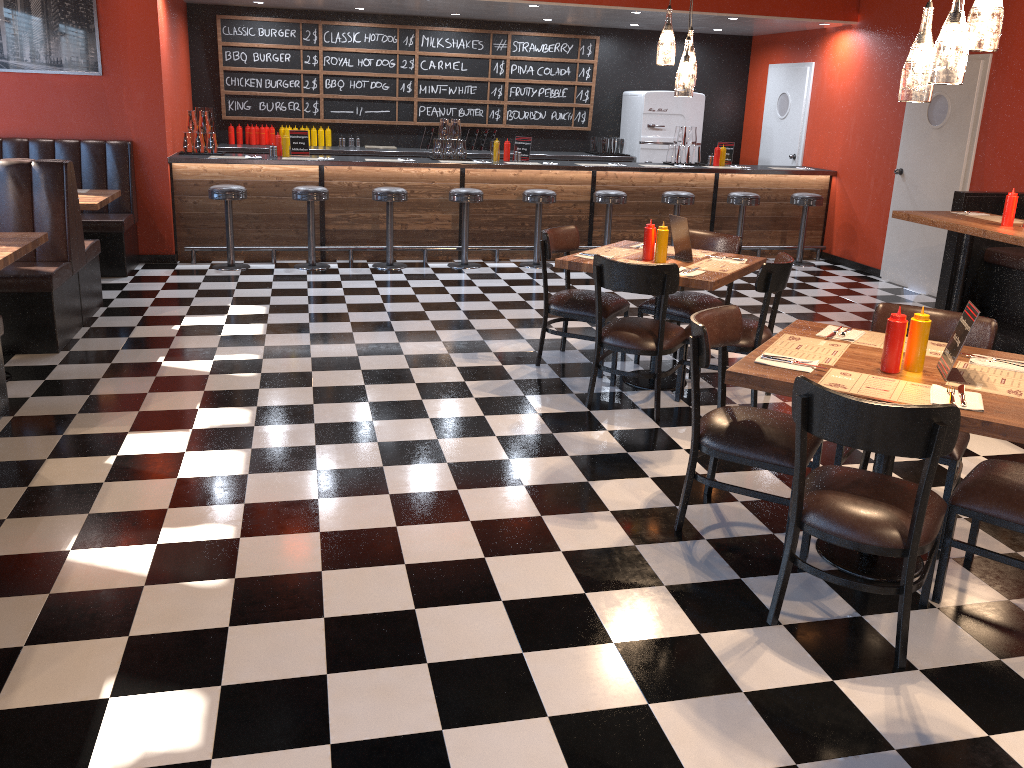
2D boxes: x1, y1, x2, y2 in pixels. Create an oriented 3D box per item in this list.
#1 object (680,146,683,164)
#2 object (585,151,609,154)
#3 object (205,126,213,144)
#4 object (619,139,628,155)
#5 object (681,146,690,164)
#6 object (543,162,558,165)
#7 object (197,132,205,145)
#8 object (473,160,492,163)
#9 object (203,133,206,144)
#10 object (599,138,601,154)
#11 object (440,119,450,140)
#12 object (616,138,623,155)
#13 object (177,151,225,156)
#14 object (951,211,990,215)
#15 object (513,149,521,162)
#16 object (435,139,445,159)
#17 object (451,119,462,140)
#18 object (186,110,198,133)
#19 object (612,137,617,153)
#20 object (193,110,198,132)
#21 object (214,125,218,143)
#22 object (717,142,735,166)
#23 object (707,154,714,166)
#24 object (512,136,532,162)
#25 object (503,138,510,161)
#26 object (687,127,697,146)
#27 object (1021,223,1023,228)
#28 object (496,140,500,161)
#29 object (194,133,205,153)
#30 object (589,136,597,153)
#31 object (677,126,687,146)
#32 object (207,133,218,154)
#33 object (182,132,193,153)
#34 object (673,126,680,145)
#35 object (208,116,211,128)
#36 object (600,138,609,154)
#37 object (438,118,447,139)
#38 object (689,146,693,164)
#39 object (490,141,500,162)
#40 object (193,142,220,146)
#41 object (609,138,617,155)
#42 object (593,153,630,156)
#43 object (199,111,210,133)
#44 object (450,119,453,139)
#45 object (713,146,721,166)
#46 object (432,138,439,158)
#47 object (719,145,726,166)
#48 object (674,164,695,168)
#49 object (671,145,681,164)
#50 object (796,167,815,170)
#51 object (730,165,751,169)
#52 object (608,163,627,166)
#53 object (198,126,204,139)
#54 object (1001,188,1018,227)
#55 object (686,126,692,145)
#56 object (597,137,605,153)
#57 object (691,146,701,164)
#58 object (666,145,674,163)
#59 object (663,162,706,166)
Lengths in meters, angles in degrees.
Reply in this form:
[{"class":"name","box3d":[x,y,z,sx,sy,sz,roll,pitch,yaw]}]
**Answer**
[{"class":"object","box3d":[1.912,-2.591,10.009,0.106,0.206,0.106,12,19,30]},{"class":"object","box3d":[1.174,-2.978,11.416,0.437,0.018,0.276,-2,19,-13]},{"class":"object","box3d":[-3.452,-2.838,10.125,0.105,0.206,0.106,-7,18,-28]},{"class":"object","box3d":[1.392,-2.953,11.062,0.106,0.206,0.106,12,19,30]},{"class":"object","box3d":[1.944,-2.557,9.909,0.106,0.206,0.106,12,19,30]},{"class":"object","box3d":[0.403,-2.318,9.299,0.157,0.019,0.258,3,18,2]},{"class":"object","box3d":[-3.117,-2.403,8.831,0.105,0.206,0.106,-7,18,-28]},{"class":"object","box3d":[-0.307,-2.300,9.157,0.157,0.019,0.258,-4,19,-17]},{"class":"object","box3d":[-3.584,-2.869,10.204,0.105,0.206,0.106,-7,18,-28]},{"class":"object","box3d":[1.137,-2.979,11.113,0.106,0.206,0.106,12,19,30]},{"class":"object","box3d":[-0.697,-2.660,9.242,0.106,0.206,0.106,12,19,30]},{"class":"object","box3d":[1.359,-2.988,11.168,0.106,0.206,0.106,12,19,30]},{"class":"object","box3d":[-3.087,-2.297,8.816,0.437,0.018,0.276,-2,19,-13]},{"class":"object","box3d":[3.182,-1.195,6.182,0.255,0.019,0.159,-3,19,-16]},{"class":"object","box3d":[0.061,-2.424,9.397,0.094,0.134,0.047,14,20,35]},{"class":"object","box3d":[-0.754,-2.460,9.287,0.106,0.206,0.106,12,19,30]},{"class":"object","box3d":[-0.579,-2.661,9.258,0.106,0.206,0.106,12,19,30]},{"class":"object","box3d":[-3.136,-2.569,8.670,0.105,0.206,0.106,-7,18,-28]},{"class":"object","box3d":[1.328,-3.057,11.374,0.106,0.206,0.106,12,19,30]},{"class":"object","box3d":[-3.161,-2.597,8.754,0.105,0.206,0.106,-7,18,-28]},{"class":"object","box3d":[-3.494,-2.911,10.346,0.105,0.206,0.106,-7,18,-28]},{"class":"object","box3d":[2.422,-2.621,10.089,0.188,0.254,0.073,9,17,20]},{"class":"object","box3d":[2.255,-2.537,10.009,0.094,0.134,0.047,-3,17,-18]},{"class":"object","box3d":[0.110,-2.511,9.473,0.188,0.254,0.073,9,17,20]},{"class":"object","box3d":[-0.053,-2.491,9.425,0.068,0.235,0.068,2,16,-1]},{"class":"object","box3d":[2.010,-2.757,9.865,0.106,0.206,0.106,12,19,30]},{"class":"object","box3d":[3.238,-1.037,5.521,0.047,0.134,0.095,-4,18,-22]},{"class":"object","box3d":[-0.163,-2.498,9.432,0.068,0.235,0.068,2,16,-1]},{"class":"object","box3d":[-3.085,-2.369,8.730,0.105,0.206,0.106,-7,18,-28]},{"class":"object","box3d":[1.045,-3.076,11.400,0.106,0.206,0.106,12,19,30]},{"class":"object","box3d":[1.893,-2.757,9.849,0.106,0.206,0.106,12,19,30]},{"class":"object","box3d":[-2.964,-2.371,8.751,0.105,0.206,0.106,-7,18,-28]},{"class":"object","box3d":[-3.194,-2.368,8.715,0.105,0.206,0.106,-7,18,-28]},{"class":"object","box3d":[1.868,-2.785,9.933,0.106,0.206,0.106,12,19,30]},{"class":"object","box3d":[-3.049,-2.604,8.790,0.105,0.206,0.106,-7,18,-28]},{"class":"object","box3d":[1.150,-2.945,11.009,0.106,0.206,0.106,12,19,30]},{"class":"object","box3d":[-0.721,-2.688,9.326,0.106,0.206,0.106,12,19,30]},{"class":"object","box3d":[2.027,-2.596,10.037,0.106,0.206,0.106,12,19,30]},{"class":"object","box3d":[-0.181,-2.433,9.280,0.106,0.206,0.106,12,19,30]},{"class":"object","box3d":[-3.526,-2.774,10.229,0.273,0.018,0.442,-2,19,-13]},{"class":"object","box3d":[1.256,-2.964,11.082,0.106,0.206,0.106,12,19,30]},{"class":"object","box3d":[1.251,-2.883,11.134,0.437,0.018,0.276,-2,19,-13]},{"class":"object","box3d":[-3.019,-2.569,8.686,0.105,0.206,0.106,-7,18,-28]},{"class":"object","box3d":[-0.610,-2.696,9.361,0.106,0.206,0.106,12,19,30]},{"class":"object","box3d":[2.294,-2.557,9.908,0.068,0.235,0.068,7,17,16]},{"class":"object","box3d":[-0.792,-2.494,9.388,0.106,0.206,0.106,12,19,30]},{"class":"object","box3d":[2.369,-2.572,9.963,0.068,0.235,0.068,-13,22,-43]},{"class":"object","box3d":[1.874,-2.386,9.684,0.157,0.019,0.258,-4,19,-17]},{"class":"object","box3d":[1.835,-2.557,9.894,0.106,0.206,0.106,12,19,30]},{"class":"object","box3d":[3.323,-2.449,10.051,0.157,0.019,0.258,1,18,-4]},{"class":"object","box3d":[2.533,-2.420,9.866,0.157,0.019,0.258,-4,19,-18]},{"class":"object","box3d":[1.126,-2.357,9.505,0.157,0.019,0.258,-2,18,-12]},{"class":"object","box3d":[-3.564,-2.830,10.088,0.105,0.206,0.106,-7,18,-28]},{"class":"object","box3d":[3.132,-1.112,5.570,0.068,0.235,0.068,-10,20,-37]},{"class":"object","box3d":[1.979,-2.792,9.968,0.106,0.206,0.106,12,19,30]},{"class":"object","box3d":[1.131,-3.045,11.315,0.106,0.206,0.106,12,19,30]},{"class":"object","box3d":[2.065,-2.560,9.930,0.106,0.206,0.106,12,19,30]},{"class":"object","box3d":[1.797,-2.591,9.994,0.106,0.206,0.106,12,19,30]},{"class":"object","box3d":[1.942,-2.485,9.995,0.437,0.018,0.276,-2,19,-13]}]
